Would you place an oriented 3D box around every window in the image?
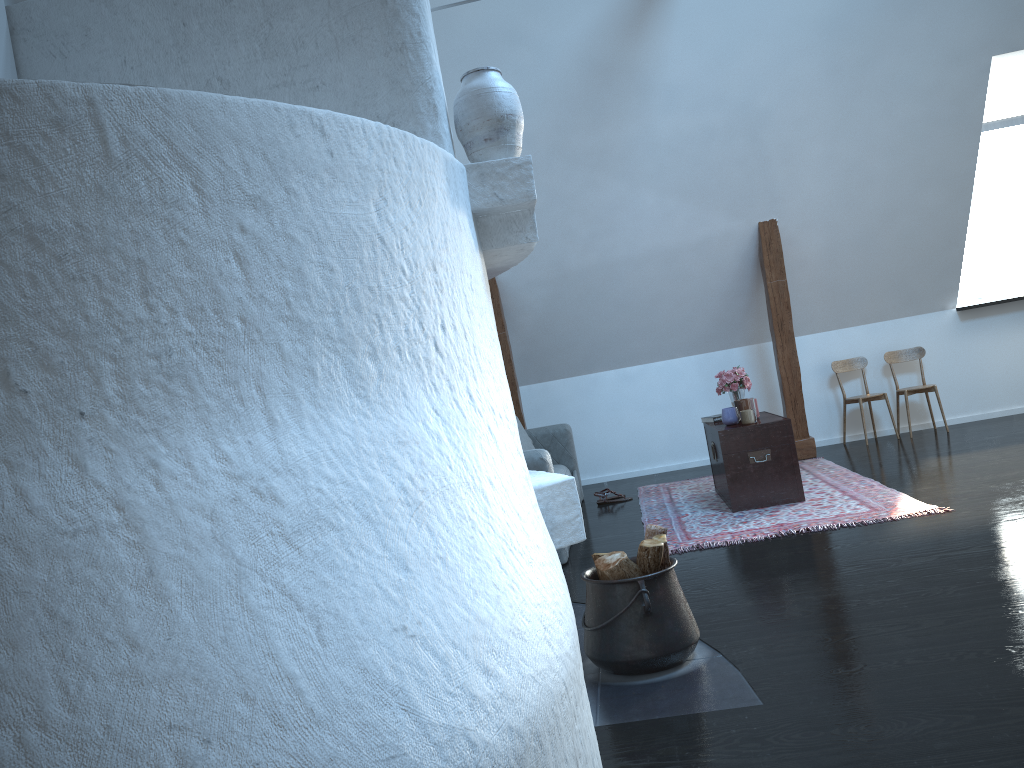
[{"bbox_3d":[5.438,-3.106,4.404,8.018,4.249,5.959,-10,0,7],"label":"window"}]

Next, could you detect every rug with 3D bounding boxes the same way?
[{"bbox_3d":[1.545,0.711,5.633,1.512,0.029,2.647,-10,0,7],"label":"rug"}]

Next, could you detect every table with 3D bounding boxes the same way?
[{"bbox_3d":[1.528,0.470,5.660,0.471,0.492,0.962,-10,0,7],"label":"table"}]

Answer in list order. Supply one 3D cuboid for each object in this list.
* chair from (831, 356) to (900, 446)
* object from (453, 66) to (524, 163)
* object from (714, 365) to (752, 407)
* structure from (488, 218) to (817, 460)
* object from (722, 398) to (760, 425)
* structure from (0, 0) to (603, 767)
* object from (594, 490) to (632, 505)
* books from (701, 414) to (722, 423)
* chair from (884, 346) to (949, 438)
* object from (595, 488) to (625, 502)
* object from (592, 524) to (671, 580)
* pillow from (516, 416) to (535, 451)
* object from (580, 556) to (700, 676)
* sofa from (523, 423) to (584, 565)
[{"bbox_3d":[2.875,0.129,7.249,0.329,0.696,0.342,-10,0,-10],"label":"chair"},{"bbox_3d":[-0.064,-0.751,2.593,0.203,0.314,0.203,-10,0,-9],"label":"object"},{"bbox_3d":[1.477,0.057,5.900,0.235,0.351,0.234,-10,0,-33],"label":"object"},{"bbox_3d":[5.943,-1.053,6.814,12.350,1.963,1.023,-10,0,7],"label":"structure"},{"bbox_3d":[1.423,0.175,5.551,0.215,0.138,0.413,-10,0,18],"label":"object"},{"bbox_3d":[-1.536,-1.111,2.657,3.049,4.752,3.058,-10,0,15],"label":"structure"},{"bbox_3d":[0.741,0.818,6.474,0.277,0.090,0.101,-10,0,-5],"label":"object"},{"bbox_3d":[1.437,0.225,6.037,0.243,0.034,0.179,-10,0,-15],"label":"books"},{"bbox_3d":[3.267,0.058,7.182,0.329,0.696,0.342,-10,0,8],"label":"chair"},{"bbox_3d":[0.727,0.821,6.634,0.277,0.090,0.101,-10,0,-37],"label":"object"},{"bbox_3d":[0.415,0.678,2.926,0.270,0.370,0.240,-10,0,6],"label":"object"},{"bbox_3d":[-0.108,0.449,5.872,0.444,0.515,2.075,-10,0,7],"label":"pillow"},{"bbox_3d":[0.413,0.762,2.940,0.384,0.313,0.384,-10,0,33],"label":"object"},{"bbox_3d":[-0.174,0.640,5.863,1.107,0.770,2.458,-10,0,7],"label":"sofa"}]
